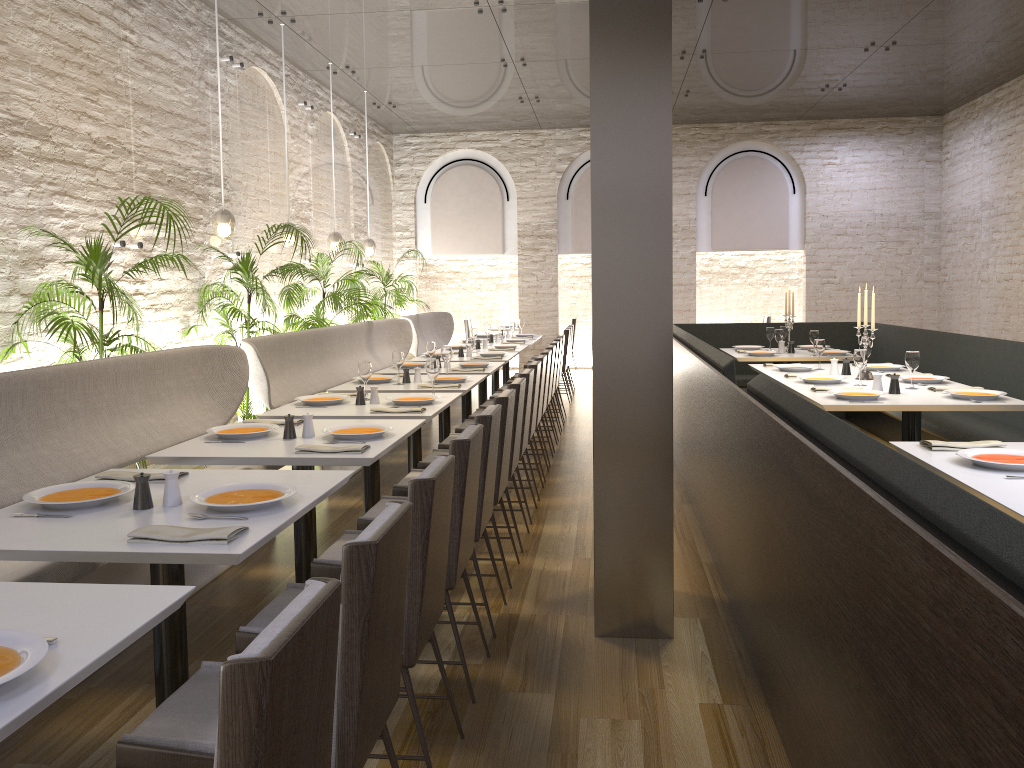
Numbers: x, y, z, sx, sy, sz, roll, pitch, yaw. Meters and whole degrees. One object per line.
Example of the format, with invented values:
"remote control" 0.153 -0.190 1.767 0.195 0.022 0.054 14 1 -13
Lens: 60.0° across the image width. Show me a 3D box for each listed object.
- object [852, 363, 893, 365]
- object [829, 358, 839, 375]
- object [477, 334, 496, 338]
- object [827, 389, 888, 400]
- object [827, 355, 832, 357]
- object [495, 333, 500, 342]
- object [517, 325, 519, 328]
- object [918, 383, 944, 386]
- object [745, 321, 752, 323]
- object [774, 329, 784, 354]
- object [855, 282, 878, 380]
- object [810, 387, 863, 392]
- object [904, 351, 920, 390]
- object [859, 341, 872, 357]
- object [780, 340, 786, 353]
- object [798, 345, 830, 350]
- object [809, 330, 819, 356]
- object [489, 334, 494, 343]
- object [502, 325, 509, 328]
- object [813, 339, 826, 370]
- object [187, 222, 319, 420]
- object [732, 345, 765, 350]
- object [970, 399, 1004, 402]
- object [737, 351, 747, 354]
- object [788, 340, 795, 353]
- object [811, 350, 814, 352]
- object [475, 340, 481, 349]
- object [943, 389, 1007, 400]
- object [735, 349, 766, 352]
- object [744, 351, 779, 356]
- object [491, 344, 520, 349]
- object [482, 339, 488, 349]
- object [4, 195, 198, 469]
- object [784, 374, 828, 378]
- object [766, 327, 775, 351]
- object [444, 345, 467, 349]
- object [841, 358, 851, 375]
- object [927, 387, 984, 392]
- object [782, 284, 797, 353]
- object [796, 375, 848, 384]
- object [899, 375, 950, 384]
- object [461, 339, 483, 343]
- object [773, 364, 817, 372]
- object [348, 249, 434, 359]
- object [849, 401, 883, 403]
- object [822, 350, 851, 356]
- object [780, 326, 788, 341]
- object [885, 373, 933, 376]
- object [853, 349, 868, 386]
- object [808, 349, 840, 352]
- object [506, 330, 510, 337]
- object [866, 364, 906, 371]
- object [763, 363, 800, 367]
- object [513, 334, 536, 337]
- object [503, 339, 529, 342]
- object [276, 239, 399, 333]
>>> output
"object" 2.832 -0.150 6.967 0.273 0.033 0.143 0 6 6
"object" 2.303 -0.124 6.333 0.069 0.126 0.069 -1 4 0
"object" -0.363 -0.647 11.956 0.322 0.036 0.322 5 8 43
"object" 1.956 0.064 5.026 0.321 0.036 0.323 0 6 4
"object" 2.904 -0.253 7.919 0.181 0.015 0.038 0 6 8
"object" -0.176 -0.561 10.766 0.059 0.109 0.059 3 6 42
"object" 0.114 -0.990 14.714 0.059 0.109 0.059 0 4 8
"object" 2.651 0.002 5.583 0.181 0.015 0.038 0 6 8
"object" 2.797 -0.633 10.468 0.086 0.230 0.086 2 5 36
"object" 2.505 -0.397 8.314 0.086 0.230 0.087 3 5 42
"object" 2.386 -0.358 5.978 0.131 0.655 0.391 0 5 17
"object" 1.967 0.034 5.372 0.273 0.033 0.143 0 6 6
"object" 2.449 -0.085 5.421 0.086 0.230 0.086 -4 5 -42
"object" 2.557 -0.193 6.410 0.086 0.230 0.087 0 4 18
"object" 2.563 -0.351 8.412 0.069 0.126 0.069 -5 6 -42
"object" 3.008 -0.362 8.839 0.322 0.036 0.322 -5 7 -35
"object" 2.729 -0.367 8.001 0.086 0.230 0.087 3 5 42
"object" -0.250 -0.556 10.728 0.059 0.109 0.059 3 6 42
"object" -0.121 -0.958 14.811 0.322 0.036 0.322 5 8 41
"object" 2.333 -0.223 6.723 0.086 0.230 0.087 0 4 18
"object" -2.135 -0.308 7.183 1.146 1.969 1.191 2 5 37
"object" 2.377 -0.360 8.909 0.321 0.036 0.322 -1 6 2
"object" 2.562 0.091 4.766 0.181 0.015 0.038 0 6 8
"object" 2.301 -0.302 8.452 0.273 0.033 0.143 0 6 6
"object" 2.641 -0.349 8.380 0.069 0.126 0.069 -5 6 -42
"object" 2.984 -0.304 8.371 0.273 0.033 0.143 0 6 6
"object" -0.369 -0.436 9.633 0.059 0.109 0.059 3 6 42
"object" 2.586 0.063 4.956 0.321 0.036 0.322 -3 6 -18
"object" 2.317 -0.319 8.605 0.273 0.033 0.143 0 6 6
"object" 2.297 -0.279 8.169 0.321 0.036 0.322 -3 6 -18
"object" -0.070 -0.405 9.670 0.322 0.036 0.322 5 8 43
"object" -0.294 -0.441 9.671 0.059 0.109 0.059 3 6 42
"object" -2.362 -0.079 5.088 1.146 1.969 1.191 2 5 37
"object" 2.055 -0.055 6.189 0.273 0.033 0.143 0 6 6
"object" 2.554 -0.446 8.764 0.086 0.230 0.087 3 5 42
"object" -0.604 -0.404 9.730 0.322 0.036 0.322 5 8 43
"object" 2.385 -0.124 6.321 0.069 0.126 0.069 -1 4 0
"object" 2.651 0.032 5.297 0.273 0.033 0.143 0 6 6
"object" 2.658 -0.633 8.492 0.131 0.655 0.391 0 5 17
"object" 2.045 -0.025 5.847 0.321 0.036 0.323 2 7 26
"object" 2.675 -0.027 5.776 0.321 0.036 0.323 2 7 26
"object" -0.486 -0.523 10.825 0.322 0.036 0.322 5 8 43
"object" 2.137 -0.117 6.691 0.321 0.036 0.322 -1 6 2
"object" -1.640 -0.793 11.620 1.145 1.969 1.191 -2 5 -13
"object" 1.925 0.098 4.813 0.185 0.010 0.017 0 6 6
"object" 2.927 -0.281 8.098 0.321 0.036 0.322 -3 6 -18
"object" 2.741 -0.467 8.933 0.086 0.230 0.086 -3 4 -24
"object" 2.739 -0.057 6.114 0.273 0.033 0.143 0 6 6
"object" 2.215 -0.104 5.632 0.086 0.230 0.087 0 4 6
"object" 3.001 -0.321 8.524 0.273 0.033 0.143 0 6 6
"object" -0.053 -0.685 11.897 0.059 0.109 0.059 3 6 42
"object" 2.767 -0.119 6.620 0.321 0.036 0.322 -1 6 2
"object" 2.148 -0.148 7.041 0.273 0.033 0.143 0 6 6
"object" 0.171 -0.649 11.895 0.322 0.036 0.322 5 8 43
"object" 0.049 -0.525 10.764 0.322 0.036 0.322 5 8 43
"object" -1.921 -0.526 9.178 1.147 1.969 1.190 -5 6 -43
